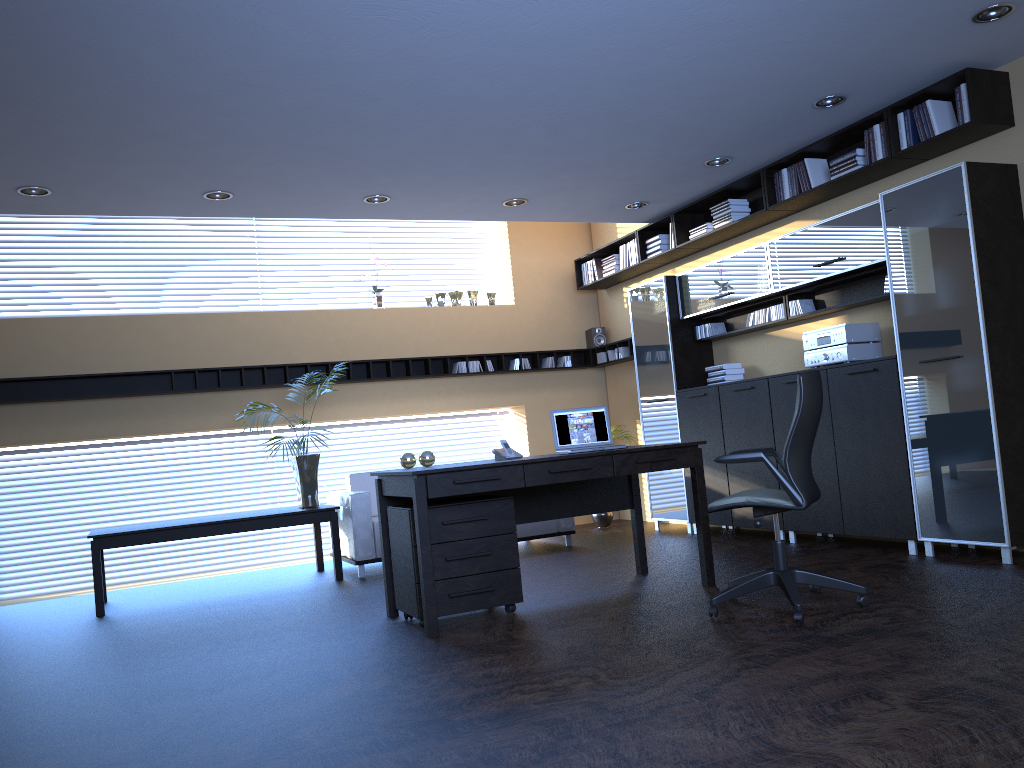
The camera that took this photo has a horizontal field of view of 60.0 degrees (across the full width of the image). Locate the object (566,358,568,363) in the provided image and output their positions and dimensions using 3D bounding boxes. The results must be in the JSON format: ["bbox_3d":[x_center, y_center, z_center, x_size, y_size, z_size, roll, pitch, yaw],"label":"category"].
[{"bbox_3d":[0.591,-0.248,10.039,0.009,0.120,0.142,-4,-3,-24],"label":"object"}]

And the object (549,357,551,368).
[{"bbox_3d":[0.396,-0.235,9.956,0.026,0.117,0.140,-4,-3,-24],"label":"object"}]

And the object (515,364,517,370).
[{"bbox_3d":[0.018,-0.209,9.798,0.030,0.120,0.142,-4,-3,-24],"label":"object"}]

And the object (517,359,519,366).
[{"bbox_3d":[0.036,-0.210,9.808,0.030,0.120,0.142,-4,-3,-24],"label":"object"}]

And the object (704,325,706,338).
[{"bbox_3d":[1.838,-0.491,8.178,0.142,0.120,0.009,-4,-3,-24],"label":"object"}]

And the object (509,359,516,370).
[{"bbox_3d":[0.007,-0.207,9.788,0.040,0.118,0.142,-4,-3,-24],"label":"object"}]

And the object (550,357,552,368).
[{"bbox_3d":[0.405,-0.235,9.962,0.030,0.120,0.142,-4,-3,-24],"label":"object"}]

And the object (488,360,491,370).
[{"bbox_3d":[-0.269,-0.190,9.668,0.030,0.120,0.142,-4,-3,-24],"label":"object"}]

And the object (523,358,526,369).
[{"bbox_3d":[0.116,-0.215,9.840,0.030,0.124,0.142,-4,-3,-24],"label":"object"}]

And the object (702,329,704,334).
[{"bbox_3d":[1.826,-0.488,8.205,0.142,0.120,0.009,-4,-3,-24],"label":"object"}]

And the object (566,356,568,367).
[{"bbox_3d":[0.592,-0.248,10.037,0.006,0.118,0.140,-4,-3,-24],"label":"object"}]

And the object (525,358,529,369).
[{"bbox_3d":[0.137,-0.217,9.844,0.030,0.120,0.142,-4,-3,-24],"label":"object"}]

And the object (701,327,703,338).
[{"bbox_3d":[1.818,-0.486,8.223,0.140,0.118,0.006,-4,-3,-23],"label":"object"}]

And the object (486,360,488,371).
[{"bbox_3d":[-0.289,-0.188,9.660,0.030,0.124,0.142,-4,-3,-24],"label":"object"}]

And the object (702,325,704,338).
[{"bbox_3d":[1.825,-0.488,8.204,0.140,0.118,0.006,-4,-3,-24],"label":"object"}]

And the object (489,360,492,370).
[{"bbox_3d":[-0.260,-0.190,9.674,0.026,0.117,0.140,-4,-3,-24],"label":"object"}]

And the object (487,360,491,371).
[{"bbox_3d":[-0.278,-0.190,9.661,0.030,0.120,0.142,-4,-3,-24],"label":"object"}]

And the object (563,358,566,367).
[{"bbox_3d":[0.570,-0.246,10.038,0.009,0.120,0.142,-4,-3,-24],"label":"object"}]

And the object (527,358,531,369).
[{"bbox_3d":[0.159,-0.218,9.856,0.040,0.118,0.142,-4,-3,-24],"label":"object"}]

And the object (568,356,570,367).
[{"bbox_3d":[0.620,-0.250,10.051,0.009,0.120,0.142,-4,-3,-24],"label":"object"}]

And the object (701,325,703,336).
[{"bbox_3d":[1.821,-0.487,8.213,0.140,0.118,0.006,-4,-3,-23],"label":"object"}]

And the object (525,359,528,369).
[{"bbox_3d":[0.129,-0.217,9.837,0.030,0.120,0.142,-4,-3,-24],"label":"object"}]

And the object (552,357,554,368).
[{"bbox_3d":[0.434,-0.237,9.975,0.009,0.120,0.142,-4,-3,-24],"label":"object"}]

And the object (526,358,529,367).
[{"bbox_3d":[0.148,-0.218,9.845,0.026,0.117,0.140,-4,-3,-24],"label":"object"}]

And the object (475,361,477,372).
[{"bbox_3d":[-0.414,-0.181,9.603,0.009,0.120,0.142,-4,-3,-24],"label":"object"}]

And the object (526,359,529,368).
[{"bbox_3d":[0.146,-0.218,9.849,0.030,0.120,0.142,-4,-3,-24],"label":"object"}]

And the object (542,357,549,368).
[{"bbox_3d":[0.372,-0.232,9.950,0.040,0.118,0.142,-4,-3,-24],"label":"object"}]

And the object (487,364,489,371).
[{"bbox_3d":[-0.287,-0.189,9.657,0.030,0.120,0.142,-4,-3,-24],"label":"object"}]

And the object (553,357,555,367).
[{"bbox_3d":[0.442,-0.238,9.982,0.009,0.120,0.142,-4,-3,-24],"label":"object"}]

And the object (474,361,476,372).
[{"bbox_3d":[-0.423,-0.180,9.598,0.009,0.120,0.142,-4,-3,-24],"label":"object"}]

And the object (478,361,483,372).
[{"bbox_3d":[-0.365,-0.183,9.627,0.040,0.118,0.142,-4,-3,-24],"label":"object"}]

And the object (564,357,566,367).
[{"bbox_3d":[0.570,-0.246,10.037,0.006,0.118,0.140,-4,-3,-24],"label":"object"}]

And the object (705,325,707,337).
[{"bbox_3d":[1.842,-0.492,8.168,0.142,0.120,0.009,-4,-3,-24],"label":"object"}]

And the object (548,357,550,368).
[{"bbox_3d":[0.385,-0.233,9.958,0.030,0.120,0.142,-4,-3,-24],"label":"object"}]

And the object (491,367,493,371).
[{"bbox_3d":[-0.248,-0.190,9.681,0.041,0.122,0.142,-4,-3,-24],"label":"object"}]

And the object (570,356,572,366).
[{"bbox_3d":[0.636,-0.251,10.065,0.009,0.120,0.142,-4,-3,-24],"label":"object"}]

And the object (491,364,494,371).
[{"bbox_3d":[-0.245,-0.191,9.677,0.036,0.116,0.140,-4,-3,-24],"label":"object"}]

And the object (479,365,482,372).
[{"bbox_3d":[-0.366,-0.182,9.629,0.041,0.122,0.142,-4,-3,-24],"label":"object"}]

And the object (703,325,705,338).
[{"bbox_3d":[1.834,-0.489,8.198,0.142,0.120,0.009,-4,-3,-24],"label":"object"}]

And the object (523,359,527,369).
[{"bbox_3d":[0.118,-0.216,9.836,0.030,0.120,0.142,-4,-3,-24],"label":"object"}]

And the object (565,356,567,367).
[{"bbox_3d":[0.581,-0.247,10.036,0.009,0.120,0.142,-4,-3,-24],"label":"object"}]

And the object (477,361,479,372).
[{"bbox_3d":[-0.397,-0.182,9.614,0.009,0.120,0.142,-4,-3,-24],"label":"object"}]

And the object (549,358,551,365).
[{"bbox_3d":[0.395,-0.234,9.960,0.030,0.120,0.142,-4,-3,-24],"label":"object"}]

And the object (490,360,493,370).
[{"bbox_3d":[-0.246,-0.191,9.678,0.040,0.118,0.142,-4,-3,-24],"label":"object"}]

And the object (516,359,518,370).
[{"bbox_3d":[0.029,-0.210,9.800,0.030,0.120,0.142,-4,-3,-24],"label":"object"}]

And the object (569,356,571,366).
[{"bbox_3d":[0.629,-0.251,10.054,0.009,0.120,0.142,-4,-3,-23],"label":"object"}]

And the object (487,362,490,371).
[{"bbox_3d":[-0.286,-0.189,9.655,0.026,0.117,0.140,-4,-3,-24],"label":"object"}]

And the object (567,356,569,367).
[{"bbox_3d":[0.601,-0.249,10.043,0.009,0.120,0.142,-4,-3,-24],"label":"object"}]

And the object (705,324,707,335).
[{"bbox_3d":[1.845,-0.493,8.158,0.140,0.118,0.006,-4,-3,-24],"label":"object"}]

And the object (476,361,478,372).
[{"bbox_3d":[-0.404,-0.182,9.605,0.009,0.120,0.142,-4,-3,-24],"label":"object"}]

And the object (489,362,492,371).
[{"bbox_3d":[-0.261,-0.190,9.676,0.030,0.120,0.142,-4,-3,-24],"label":"object"}]
